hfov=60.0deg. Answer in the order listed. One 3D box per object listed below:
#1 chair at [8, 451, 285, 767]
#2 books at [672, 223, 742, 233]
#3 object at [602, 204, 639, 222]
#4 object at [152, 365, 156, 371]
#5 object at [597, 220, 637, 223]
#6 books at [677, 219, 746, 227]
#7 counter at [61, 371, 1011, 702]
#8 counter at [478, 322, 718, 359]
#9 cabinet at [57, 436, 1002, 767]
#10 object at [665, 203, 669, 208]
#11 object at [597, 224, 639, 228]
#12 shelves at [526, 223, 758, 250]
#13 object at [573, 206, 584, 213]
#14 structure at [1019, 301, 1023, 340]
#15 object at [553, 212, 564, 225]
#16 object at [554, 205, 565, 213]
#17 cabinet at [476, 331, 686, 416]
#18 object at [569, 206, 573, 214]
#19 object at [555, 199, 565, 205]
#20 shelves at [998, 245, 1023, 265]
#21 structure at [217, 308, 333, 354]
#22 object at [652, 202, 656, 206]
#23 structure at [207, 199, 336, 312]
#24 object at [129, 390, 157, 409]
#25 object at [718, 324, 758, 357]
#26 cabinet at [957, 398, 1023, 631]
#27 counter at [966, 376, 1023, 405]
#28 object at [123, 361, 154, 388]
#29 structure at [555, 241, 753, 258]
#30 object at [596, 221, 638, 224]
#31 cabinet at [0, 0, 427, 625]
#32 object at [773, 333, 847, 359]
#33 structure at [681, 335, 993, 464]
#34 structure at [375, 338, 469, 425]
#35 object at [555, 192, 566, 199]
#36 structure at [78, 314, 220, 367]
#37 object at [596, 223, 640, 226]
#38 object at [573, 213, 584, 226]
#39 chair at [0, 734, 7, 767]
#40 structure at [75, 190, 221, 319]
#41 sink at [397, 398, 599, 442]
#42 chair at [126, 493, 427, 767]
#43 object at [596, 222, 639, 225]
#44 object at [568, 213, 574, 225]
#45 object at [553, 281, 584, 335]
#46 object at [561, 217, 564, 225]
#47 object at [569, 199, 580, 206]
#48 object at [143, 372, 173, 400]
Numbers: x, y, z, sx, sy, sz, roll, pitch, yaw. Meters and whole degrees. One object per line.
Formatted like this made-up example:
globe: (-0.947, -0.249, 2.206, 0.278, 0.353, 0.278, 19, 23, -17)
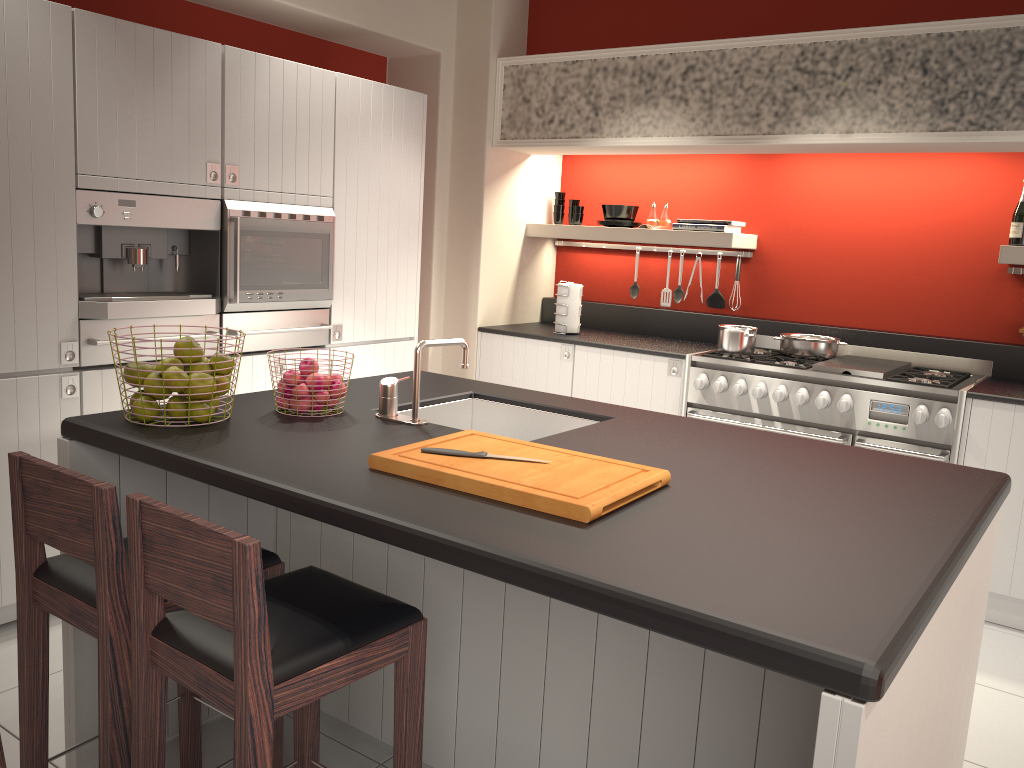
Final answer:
chair: (-0.861, 0.653, 2.144, 0.383, 1.007, 0.474, 10, 11, 34)
books: (1.114, -0.892, 5.079, 0.331, 0.042, 0.207, 11, 12, 39)
object: (0.662, -1.041, 5.450, 0.232, 0.108, 0.233, 1, 10, -13)
object: (-0.973, -0.013, 2.428, 0.076, 0.077, 0.076, 3, 9, -1)
object: (0.659, -0.990, 5.458, 0.280, 0.016, 0.280, 10, 11, 34)
books: (1.142, -0.925, 5.081, 0.332, 0.026, 0.207, 10, 12, 35)
counter: (0.056, 0.182, 2.312, 2.055, 0.050, 1.416, 10, 12, 34)
counter: (0.549, -0.270, 5.227, 1.361, 0.026, 0.699, 10, 12, 34)
cabinet: (0.020, 0.706, 2.400, 2.035, 1.010, 1.424, 10, 11, 34)
object: (0.922, -1.062, 5.284, 0.026, 0.032, 0.023, 6, 10, 17)
object: (0.658, -0.969, 5.461, 0.280, 0.016, 0.280, 10, 11, 34)
shelves: (0.751, -0.899, 5.376, 1.379, 0.083, 0.376, 10, 12, 34)
object: (0.413, -1.070, 5.526, 0.070, 0.076, 0.070, 4, 9, 6)
structure: (2.590, -0.369, 4.234, 0.256, 0.347, 0.130, 10, 11, 34)
object: (0.291, -1.037, 5.556, 0.070, 0.076, 0.070, 4, 9, 6)
object: (0.293, -1.080, 5.549, 0.070, 0.076, 0.070, 4, 9, 6)
cabinet: (0.519, 0.232, 5.311, 1.362, 0.992, 0.687, 10, 11, 34)
object: (0.395, -1.094, 5.668, 0.070, 0.076, 0.070, 4, 9, 6)
object: (0.307, -1.153, 5.724, 0.070, 0.076, 0.070, 4, 9, 6)
shelves: (2.924, -0.522, 3.865, 1.379, 0.083, 0.376, 10, 12, 34)
structure: (-1.071, -0.247, 4.070, 0.129, 0.177, 0.618, 10, 11, 34)
object: (0.840, -1.061, 5.244, 0.023, 0.031, 0.024, 1, 10, -13)
structure: (-1.120, -0.586, 4.060, 0.333, 0.472, 0.610, 10, 11, 34)
object: (-0.987, 0.049, 2.373, 0.068, 0.068, 0.068, -6, 13, -43)
object: (1.164, -0.223, 4.594, 0.201, 0.148, 0.201, 8, 11, 27)
cabinet: (2.688, 0.608, 3.804, 1.362, 0.992, 0.687, 10, 11, 34)
counter: (2.714, 0.105, 3.722, 1.361, 0.026, 0.699, 10, 12, 34)
object: (-0.994, -0.025, 2.363, 0.077, 0.068, 0.076, 8, 11, 28)
structure: (0.846, -0.842, 5.513, 1.355, 0.034, 0.054, 10, 11, 34)
object: (0.659, -0.984, 5.459, 0.280, 0.016, 0.280, 10, 11, 34)
cabinet: (-1.529, -0.331, 4.000, 0.717, 2.248, 2.559, 10, 11, 34)
object: (1.574, -0.200, 4.703, 0.309, 0.104, 0.310, -2, 11, -27)
structure: (1.578, 0.368, 4.512, 1.323, 1.084, 0.778, 10, 11, 34)
structure: (-0.261, -0.013, 2.558, 0.183, 0.248, 0.224, 10, 11, 35)
object: (0.309, -1.197, 5.717, 0.070, 0.076, 0.070, 4, 9, 6)
structure: (-1.436, -0.182, 3.560, 0.129, 0.177, 0.618, 10, 11, 34)
object: (0.658, -0.974, 5.460, 0.280, 0.016, 0.280, 10, 11, 34)
object: (0.411, -1.026, 5.533, 0.070, 0.076, 0.070, 4, 9, 6)
chair: (-0.458, 0.853, 1.085, 0.474, 1.007, 0.383, 1, 10, -14)
structure: (-1.544, -0.529, 3.596, 0.453, 0.469, 0.624, 10, 11, 34)
sink: (-0.062, 0.237, 2.705, 0.568, 0.258, 0.516, 10, 11, 34)
chair: (-0.486, 0.718, 1.883, 0.383, 1.007, 0.474, 10, 11, 36)
object: (0.658, -0.979, 5.459, 0.280, 0.016, 0.280, 10, 11, 34)
object: (0.392, -1.051, 5.675, 0.070, 0.076, 0.070, 4, 9, 6)
object: (0.330, -0.450, 5.232, 0.168, 0.304, 0.163, -1, 10, -26)
object: (0.302, -1.067, 5.738, 0.070, 0.076, 0.070, 4, 9, 6)
object: (0.397, -1.138, 5.661, 0.070, 0.076, 0.070, 4, 9, 6)
object: (-0.932, 0.004, 2.339, 0.076, 0.077, 0.076, 3, 9, -1)
